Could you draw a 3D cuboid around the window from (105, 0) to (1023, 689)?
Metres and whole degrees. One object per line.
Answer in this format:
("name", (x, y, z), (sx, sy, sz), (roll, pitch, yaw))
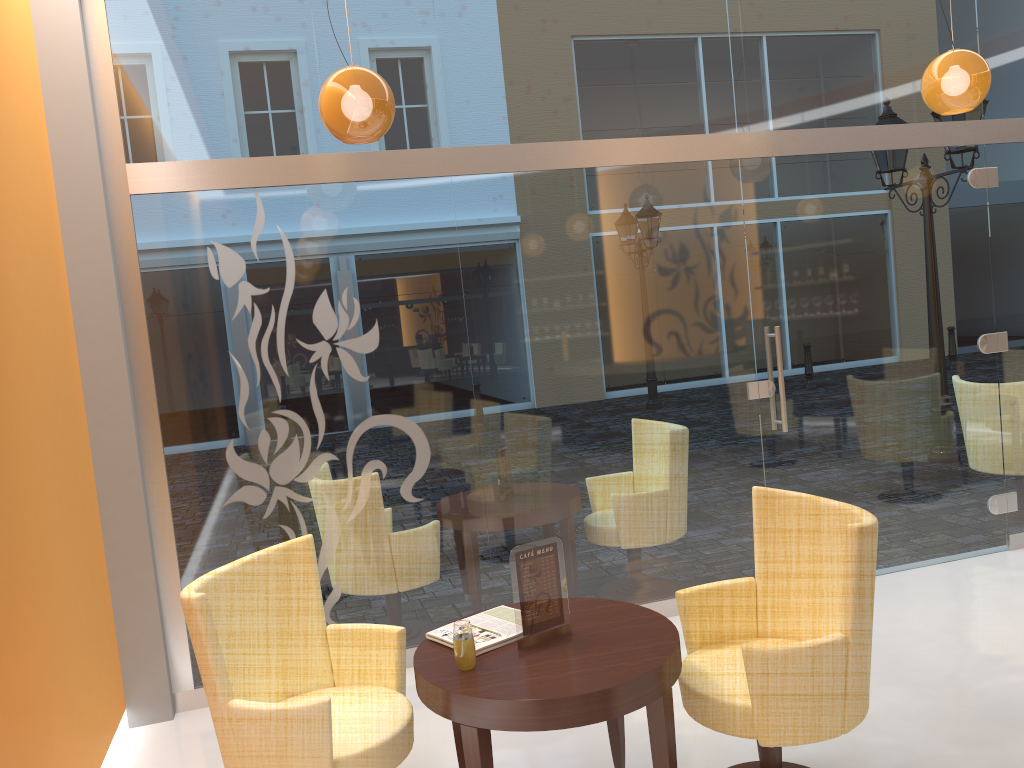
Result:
("window", (2.131, -0.606, 5.203), (8.200, 3.380, 0.040), (-7, 4, -14))

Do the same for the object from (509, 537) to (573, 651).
("object", (0.093, 0.680, 2.907), (0.209, 0.335, 0.042), (-8, 5, -31))

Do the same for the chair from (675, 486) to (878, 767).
("chair", (0.910, 0.928, 3.051), (0.685, 1.017, 0.729), (-7, 4, -11))

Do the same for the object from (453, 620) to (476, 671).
("object", (-0.148, 0.811, 2.751), (0.067, 0.148, 0.067), (-5, 4, 10))

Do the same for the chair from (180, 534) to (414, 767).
("chair", (-0.680, 1.092, 2.992), (0.685, 1.017, 0.729), (-4, 4, 18))

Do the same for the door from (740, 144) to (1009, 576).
("door", (2.180, -0.110, 5.240), (1.640, 2.499, 0.020), (-7, 4, -14))

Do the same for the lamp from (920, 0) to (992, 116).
("lamp", (2.025, -2.027, 4.128), (0.299, 1.500, 0.299), (-9, 5, -40))

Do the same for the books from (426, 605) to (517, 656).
("books", (-0.080, 0.842, 3.048), (0.339, 0.028, 0.273), (-9, 5, -39))

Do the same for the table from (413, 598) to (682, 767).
("table", (0.144, 1.184, 2.945), (0.872, 0.679, 0.874), (-3, 5, 32))

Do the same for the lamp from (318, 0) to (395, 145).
("lamp", (-0.672, -1.705, 3.447), (0.299, 1.500, 0.299), (-7, 4, -14))
